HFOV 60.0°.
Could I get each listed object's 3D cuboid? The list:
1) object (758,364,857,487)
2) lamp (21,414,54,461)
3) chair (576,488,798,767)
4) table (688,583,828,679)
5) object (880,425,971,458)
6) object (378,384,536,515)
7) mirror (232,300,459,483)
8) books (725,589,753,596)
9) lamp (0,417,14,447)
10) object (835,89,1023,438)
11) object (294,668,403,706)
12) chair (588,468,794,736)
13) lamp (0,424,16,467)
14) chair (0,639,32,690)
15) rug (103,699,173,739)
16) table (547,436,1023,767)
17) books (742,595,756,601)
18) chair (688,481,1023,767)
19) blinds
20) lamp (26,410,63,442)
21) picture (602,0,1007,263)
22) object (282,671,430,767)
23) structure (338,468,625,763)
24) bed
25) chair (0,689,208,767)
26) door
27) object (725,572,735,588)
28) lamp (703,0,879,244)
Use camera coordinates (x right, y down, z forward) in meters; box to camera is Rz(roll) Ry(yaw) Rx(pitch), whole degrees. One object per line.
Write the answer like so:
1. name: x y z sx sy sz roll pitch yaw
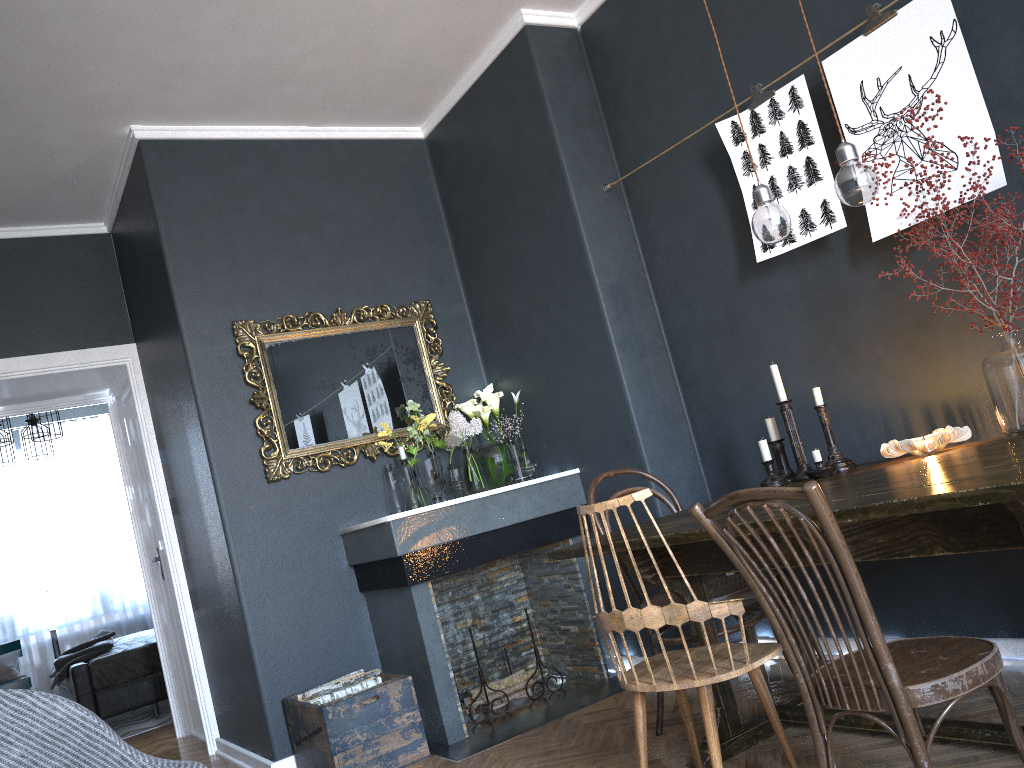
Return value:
1. object: 0.948 0.126 3.054 0.223 0.419 0.369 -11 -8 -31
2. lamp: -4.110 0.268 7.592 0.210 0.746 0.210 -12 -7 -19
3. chair: 0.445 0.693 2.329 0.457 0.855 0.383 -21 -9 42
4. table: 0.941 0.990 3.483 0.364 0.317 0.370 -10 -8 -32
5. object: 1.238 0.178 2.658 0.252 0.072 0.255 -11 -8 -26
6. object: -0.265 0.281 4.321 0.726 0.546 0.475 -11 -8 -29
7. mirror: -0.769 0.001 4.346 1.055 0.783 0.067 -10 -8 -32
8. books: 0.874 0.820 3.510 0.207 0.024 0.263 -16 -7 10
9. lamp: -4.032 0.128 6.842 0.210 0.713 0.210 -12 -7 -19
10. object: 1.340 -0.317 2.486 0.558 0.929 0.638 -18 -7 28
11. object: -0.675 1.351 3.698 0.369 0.246 0.534 -10 -8 -32
12. chair: 0.621 0.703 3.060 0.437 0.919 0.551 -11 -7 -30
13. lamp: -4.209 0.268 7.165 0.210 0.803 0.210 -12 -7 -19
14. chair: -4.497 2.715 7.844 0.435 0.797 0.594 -11 -8 -32
15. rug: -2.859 2.604 7.059 1.456 0.013 2.051 -10 -8 -32
16. table: 1.061 0.597 2.343 1.124 0.726 1.609 -10 -8 -32
17. books: 0.894 0.835 3.517 0.219 0.013 0.273 -16 -7 14
18. chair: 0.726 0.559 1.749 0.466 0.818 0.364 -10 -8 -33
19. blinds: -4.487 1.770 8.595 3.987 2.784 0.313 -10 -8 -32
20. lamp: -3.616 0.044 6.764 0.210 0.768 0.210 -12 -7 -19
21. picture: 1.610 -1.057 2.085 0.057 0.770 4.471 -11 -8 -32
22. object: -0.659 1.425 3.687 0.382 0.325 0.554 -10 -8 -32
23. structure: -0.089 0.994 4.043 1.064 0.979 0.836 -10 -8 -32
24. bed: -2.593 1.978 7.423 2.372 1.160 2.272 -10 -8 -32
25. chair: -0.846 0.943 1.528 0.496 0.810 0.644 -19 -8 35
26. door: -2.029 1.023 5.300 0.161 2.183 0.859 -11 -8 -32
27. object: 0.857 0.722 3.514 0.074 0.173 0.074 -16 -7 13
28. lamp: 0.016 -1.050 2.387 1.590 1.572 0.584 -14 -6 -1
